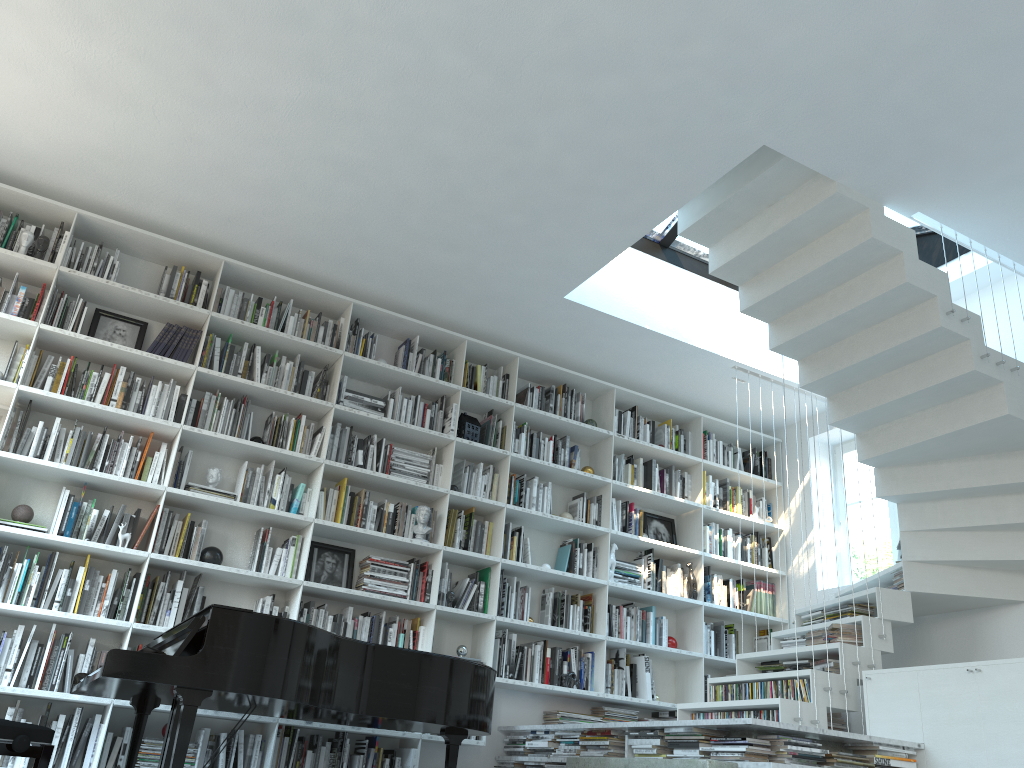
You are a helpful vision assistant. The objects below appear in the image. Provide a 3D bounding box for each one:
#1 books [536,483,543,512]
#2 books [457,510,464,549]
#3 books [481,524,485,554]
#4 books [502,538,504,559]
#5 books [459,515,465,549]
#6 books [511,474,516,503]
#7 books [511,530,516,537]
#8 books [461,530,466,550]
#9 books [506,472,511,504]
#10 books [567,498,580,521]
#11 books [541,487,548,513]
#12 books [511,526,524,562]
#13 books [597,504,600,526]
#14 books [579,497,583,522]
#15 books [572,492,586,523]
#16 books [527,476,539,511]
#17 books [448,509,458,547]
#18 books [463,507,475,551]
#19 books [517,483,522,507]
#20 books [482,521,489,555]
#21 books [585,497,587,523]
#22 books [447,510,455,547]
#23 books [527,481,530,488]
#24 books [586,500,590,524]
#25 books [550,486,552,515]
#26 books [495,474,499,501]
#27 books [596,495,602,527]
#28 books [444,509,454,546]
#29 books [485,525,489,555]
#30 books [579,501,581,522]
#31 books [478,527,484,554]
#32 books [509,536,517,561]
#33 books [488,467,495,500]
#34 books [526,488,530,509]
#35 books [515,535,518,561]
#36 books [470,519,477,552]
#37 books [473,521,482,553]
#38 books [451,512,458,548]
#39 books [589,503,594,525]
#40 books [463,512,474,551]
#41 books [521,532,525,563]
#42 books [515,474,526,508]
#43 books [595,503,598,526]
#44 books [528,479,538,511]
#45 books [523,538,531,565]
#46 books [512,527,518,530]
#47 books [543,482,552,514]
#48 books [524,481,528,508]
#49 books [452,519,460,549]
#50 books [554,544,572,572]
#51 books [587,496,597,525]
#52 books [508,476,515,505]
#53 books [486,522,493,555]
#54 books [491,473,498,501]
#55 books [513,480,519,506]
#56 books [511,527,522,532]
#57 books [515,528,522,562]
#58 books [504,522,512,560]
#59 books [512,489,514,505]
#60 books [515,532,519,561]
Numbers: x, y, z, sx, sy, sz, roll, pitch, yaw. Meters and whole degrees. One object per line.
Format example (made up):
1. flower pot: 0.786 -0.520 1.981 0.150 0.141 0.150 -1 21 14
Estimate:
1. books: 0.153 0.836 6.228 0.025 0.243 0.184 17 -27 -25
2. books: -0.376 0.992 5.848 0.019 0.293 0.164 17 -27 -25
3. books: -0.237 1.066 5.917 0.028 0.238 0.146 17 -27 -25
4. books: -0.110 1.077 5.974 0.035 0.286 0.192 17 -27 -25
5. books: -0.371 1.013 5.872 0.035 0.277 0.139 17 -27 -25
6. books: -0.023 0.778 6.181 0.014 0.282 0.136 17 -27 -25
7. books: -0.029 1.128 6.013 0.008 0.241 0.169 17 -27 -25
8. books: -0.354 1.064 5.865 0.030 0.180 0.132 17 -27 -25
9. books: -0.060 0.763 6.150 0.014 0.277 0.154 17 -27 -25
10. books: 0.440 0.946 6.382 0.015 0.219 0.140 17 -27 -25
11. books: 0.190 0.856 6.250 0.021 0.231 0.183 17 -27 -25
12. books: 0.024 1.124 6.048 0.013 0.286 0.159 17 -27 -25
13. books: 0.583 0.989 6.430 0.012 0.205 0.170 17 -27 -25
14. books: 0.460 0.944 6.388 0.012 0.231 0.154 17 -27 -25
15. books: 0.479 0.928 6.391 0.015 0.266 0.164 17 -27 -25
16. books: 0.125 0.811 6.239 0.027 0.294 0.160 17 -27 -25
17. books: -0.417 0.979 5.825 0.035 0.292 0.145 17 -27 -25
18. books: -0.309 0.995 5.893 0.022 0.336 0.170 17 -27 -25
19. books: 0.011 0.811 6.167 0.026 0.215 0.162 17 -27 -25
20. books: -0.213 1.059 5.928 0.032 0.265 0.143 17 -27 -25
21. books: 0.486 0.946 6.402 0.016 0.242 0.152 17 -27 -25
22. books: -0.436 0.980 5.832 0.035 0.292 0.145 17 -27 -25
23. books: 0.081 0.815 6.210 0.011 0.255 0.131 17 -27 -25
24. books: 0.508 0.962 6.411 0.016 0.227 0.160 17 -27 -25
25. books: 0.239 0.867 6.289 0.034 0.253 0.161 17 -27 -25
26. books: -0.149 0.749 6.087 0.026 0.237 0.173 17 -27 -25
27. books: 0.597 0.956 6.442 0.005 0.276 0.183 17 -27 -25
28. books: -0.442 0.973 5.818 0.035 0.292 0.145 17 -27 -25
29. books: -0.204 1.077 5.944 0.019 0.246 0.149 17 -27 -25
30. books: 0.451 0.955 6.380 0.005 0.204 0.154 17 -27 -25
31. books: -0.251 1.069 5.883 0.034 0.203 0.182 17 -27 -25
32. books: -0.029 1.138 5.977 0.017 0.191 0.192 17 -27 -25
33. books: -0.179 0.722 6.080 0.025 0.276 0.173 17 -27 -25
34. books: 0.066 0.836 6.184 0.025 0.193 0.171 17 -27 -25
35. books: -0.008 1.145 6.010 0.007 0.210 0.158 17 -27 -25
36. books: -0.299 1.040 5.886 0.033 0.252 0.175 17 -27 -25
37. books: -0.267 1.043 5.874 0.027 0.241 0.189 17 -27 -25
38. books: -0.414 0.987 5.842 0.035 0.292 0.145 17 -27 -25
39. books: 0.534 0.978 6.412 0.013 0.201 0.174 17 -27 -25
40. books: -0.313 1.006 5.864 0.019 0.291 0.183 17 -27 -25
41. books: 0.038 1.147 6.057 0.007 0.253 0.161 17 -27 -25
42. books: 0.041 0.781 6.172 0.014 0.279 0.178 17 -27 -25
43. books: 0.564 0.981 6.416 0.013 0.203 0.174 17 -27 -25
44. books: 0.112 0.810 6.200 0.030 0.262 0.182 17 -27 -25
45. books: 0.076 1.167 6.038 0.051 0.209 0.177 17 -27 -25
46. books: 0.015 1.135 6.090 0.011 0.299 0.089 17 -27 -25
47. books: 0.217 0.841 6.258 0.024 0.271 0.170 17 -27 -25
48. books: 0.052 0.807 6.176 0.022 0.236 0.165 17 -27 -25
49. books: -0.395 1.017 5.831 0.015 0.230 0.180 17 -27 -25
50. books: 0.348 1.249 6.200 0.056 0.240 0.154 17 -27 -25
51. books: 0.553 0.954 6.421 0.016 0.255 0.176 17 -27 -25
52. books: -0.041 0.775 6.136 0.014 0.246 0.177 17 -27 -25
53. books: -0.185 1.072 5.954 0.033 0.267 0.142 17 -27 -25
54. books: -0.158 0.742 6.064 0.028 0.228 0.177 17 -27 -25
55. books: -0.004 0.796 6.161 0.013 0.235 0.158 17 -27 -25
56. books: 0.016 1.127 6.041 0.006 0.272 0.167 17 -27 -25
57. books: 0.013 1.125 6.034 0.006 0.269 0.179 17 -27 -25
58. books: -0.064 1.088 5.978 0.013 0.277 0.192 17 -27 -25
59. books: -0.035 0.815 6.139 0.021 0.178 0.137 17 -27 -25
60. books: -0.002 1.138 6.031 0.017 0.241 0.133 17 -27 -25
